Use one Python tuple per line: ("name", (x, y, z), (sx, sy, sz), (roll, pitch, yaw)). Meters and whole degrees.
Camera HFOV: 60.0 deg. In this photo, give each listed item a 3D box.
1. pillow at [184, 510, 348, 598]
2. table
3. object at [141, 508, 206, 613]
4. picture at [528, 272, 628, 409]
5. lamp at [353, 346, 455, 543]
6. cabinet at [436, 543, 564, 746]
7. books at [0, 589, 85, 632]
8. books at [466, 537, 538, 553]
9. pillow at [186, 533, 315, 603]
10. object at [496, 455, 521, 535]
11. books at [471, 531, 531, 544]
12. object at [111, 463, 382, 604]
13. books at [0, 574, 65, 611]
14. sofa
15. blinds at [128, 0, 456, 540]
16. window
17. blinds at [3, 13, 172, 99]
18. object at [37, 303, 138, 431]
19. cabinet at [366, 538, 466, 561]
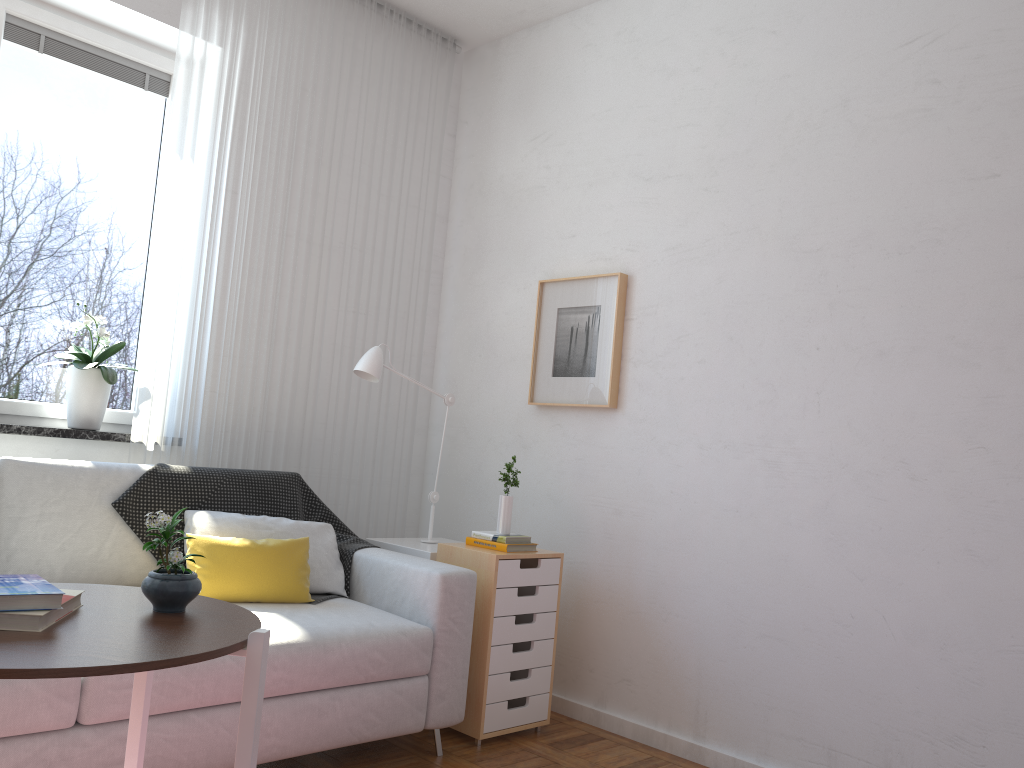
("pillow", (-0.818, 0.572, 2.973), (0.532, 0.259, 0.301), (8, -5, -31))
("table", (-0.734, 0.685, 1.343), (0.617, 0.687, 0.618), (1, -5, 43))
("object", (-0.569, 0.292, 1.486), (0.096, 0.174, 0.109), (3, -4, 23))
("picture", (0.259, -0.170, 3.574), (0.431, 0.523, 0.050), (1, -5, 45))
("lamp", (-0.991, 0.340, 1.455), (0.332, 1.345, 4.598), (4, -5, 14))
("cabinet", (-0.067, 0.914, 3.194), (0.301, 0.642, 0.349), (1, -5, 45))
("books", (-0.768, 0.338, 1.350), (0.162, 0.026, 0.209), (6, -5, -10))
("books", (-0.037, 0.580, 3.212), (0.210, 0.028, 0.164), (1, -6, 45))
("pillow", (-0.815, 0.572, 2.761), (0.402, 0.194, 0.211), (7, -5, -28))
("object", (-0.014, 0.400, 3.207), (0.082, 0.287, 0.085), (8, -5, -39))
("books", (-0.038, 0.554, 3.208), (0.175, 0.024, 0.136), (1, -6, 45))
("object", (-0.860, 0.635, 3.148), (0.676, 0.647, 0.980), (4, -4, 15))
("books", (-0.766, 0.311, 1.327), (0.136, 0.024, 0.174), (9, -6, -40))
("sofa", (-1.314, 0.636, 2.361), (1.003, 0.842, 2.465), (1, -6, 45))
("blinds", (-0.846, -0.256, 3.630), (0.055, 2.883, 1.294), (2, -5, 45))
("window", (-2.384, -0.729, 2.455), (0.151, 1.509, 3.024), (2, -5, 45))
("blinds", (-2.353, -1.346, 2.517), (0.015, 0.098, 2.848), (2, -6, 45))
("object", (-1.553, -0.058, 3.220), (0.340, 0.443, 0.286), (3, -5, 33))
("cabinet", (-0.328, 0.938, 3.521), (0.400, 0.599, 0.401), (1, -5, 45))
